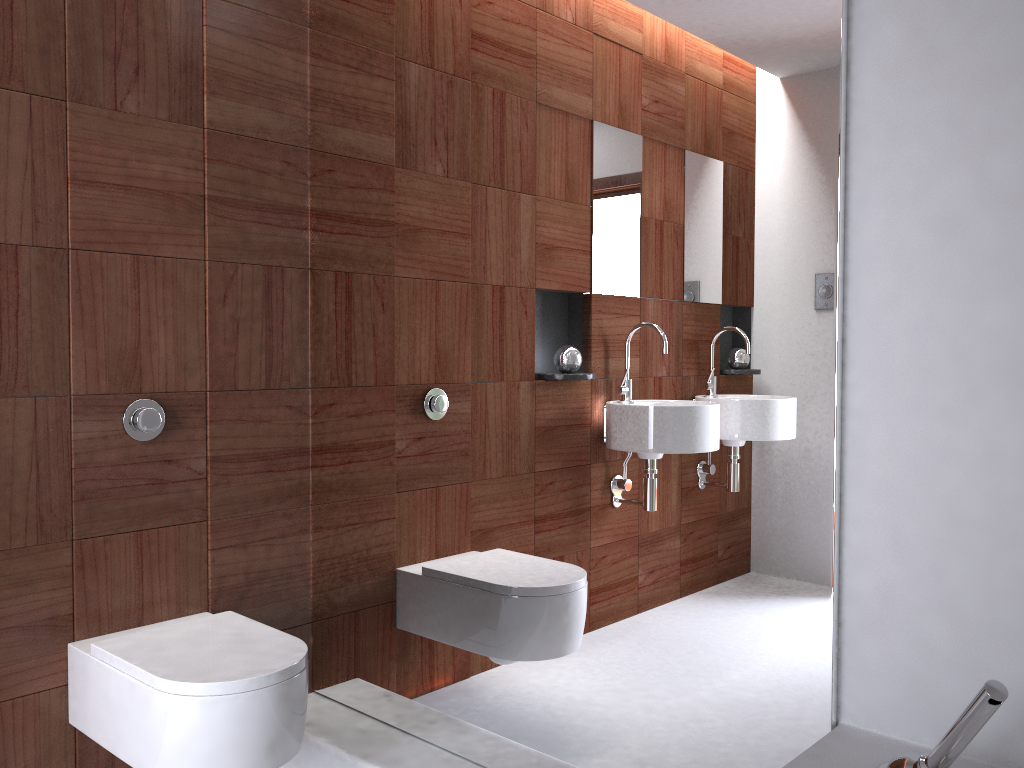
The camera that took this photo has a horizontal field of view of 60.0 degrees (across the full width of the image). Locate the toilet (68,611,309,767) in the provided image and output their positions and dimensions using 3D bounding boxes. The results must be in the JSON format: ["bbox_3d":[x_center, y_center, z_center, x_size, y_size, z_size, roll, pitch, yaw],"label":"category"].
[{"bbox_3d":[-0.661,0.687,1.880,0.547,0.284,0.329,2,3,43],"label":"toilet"}]

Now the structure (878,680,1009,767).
[{"bbox_3d":[0.582,0.476,1.166,0.112,0.257,0.239,0,2,-16],"label":"structure"}]

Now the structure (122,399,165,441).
[{"bbox_3d":[-0.841,0.083,2.039,0.034,0.098,0.098,2,3,43],"label":"structure"}]

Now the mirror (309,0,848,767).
[{"bbox_3d":[-0.004,-0.242,1.889,1.433,2.183,0.019,2,3,43],"label":"mirror"}]
